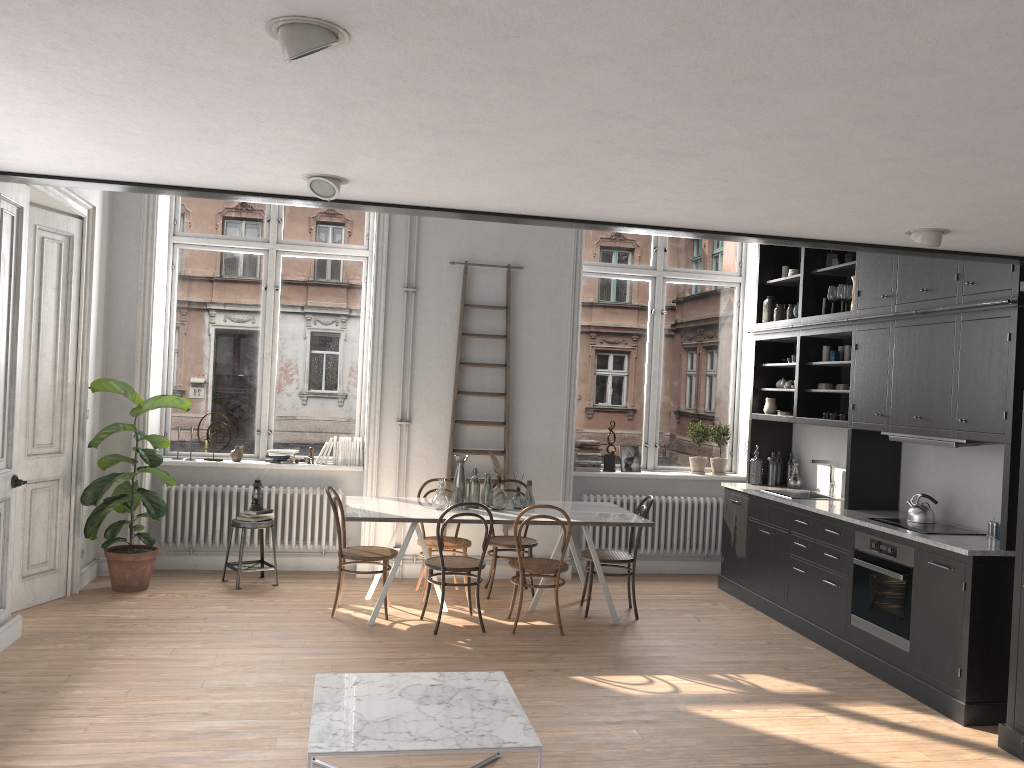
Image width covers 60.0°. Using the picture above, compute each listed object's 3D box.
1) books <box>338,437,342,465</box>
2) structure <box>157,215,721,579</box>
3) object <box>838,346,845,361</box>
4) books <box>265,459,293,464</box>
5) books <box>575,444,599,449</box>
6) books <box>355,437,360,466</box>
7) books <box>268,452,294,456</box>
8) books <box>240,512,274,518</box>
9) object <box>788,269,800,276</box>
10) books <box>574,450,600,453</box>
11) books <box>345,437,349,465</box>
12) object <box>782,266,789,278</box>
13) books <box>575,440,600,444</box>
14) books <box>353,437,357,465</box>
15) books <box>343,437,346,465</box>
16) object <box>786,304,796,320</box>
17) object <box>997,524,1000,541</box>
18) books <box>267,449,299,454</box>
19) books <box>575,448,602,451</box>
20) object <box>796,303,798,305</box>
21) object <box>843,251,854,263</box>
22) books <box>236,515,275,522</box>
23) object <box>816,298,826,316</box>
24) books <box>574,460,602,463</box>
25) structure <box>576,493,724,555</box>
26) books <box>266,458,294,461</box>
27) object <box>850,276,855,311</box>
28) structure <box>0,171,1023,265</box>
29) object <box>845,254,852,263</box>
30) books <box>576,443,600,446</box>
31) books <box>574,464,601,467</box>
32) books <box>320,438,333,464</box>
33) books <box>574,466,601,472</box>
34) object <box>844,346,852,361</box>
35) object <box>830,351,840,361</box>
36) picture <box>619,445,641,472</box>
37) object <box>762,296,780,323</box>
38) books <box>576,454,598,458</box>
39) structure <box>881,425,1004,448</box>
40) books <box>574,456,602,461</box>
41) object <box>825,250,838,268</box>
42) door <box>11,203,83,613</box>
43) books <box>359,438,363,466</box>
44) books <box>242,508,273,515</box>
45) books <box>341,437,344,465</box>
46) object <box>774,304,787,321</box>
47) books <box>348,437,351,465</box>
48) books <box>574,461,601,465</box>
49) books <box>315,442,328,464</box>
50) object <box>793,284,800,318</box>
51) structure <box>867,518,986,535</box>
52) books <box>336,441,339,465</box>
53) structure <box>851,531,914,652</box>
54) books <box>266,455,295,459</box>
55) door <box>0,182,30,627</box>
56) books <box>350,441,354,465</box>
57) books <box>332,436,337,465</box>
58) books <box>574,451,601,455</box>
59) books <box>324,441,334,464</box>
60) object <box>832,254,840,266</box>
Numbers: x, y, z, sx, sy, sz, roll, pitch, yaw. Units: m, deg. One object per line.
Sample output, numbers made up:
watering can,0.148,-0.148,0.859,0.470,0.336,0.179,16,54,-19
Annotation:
books,-1.548,0.601,7.979,0.024,0.243,0.175,3,0,-11
structure,-0.360,-0.514,7.946,5.182,4.474,0.340,3,0,-10
object,2.613,-0.231,7.059,0.082,0.135,0.059,3,0,17
books,-2.067,0.687,7.883,0.221,0.023,0.147,3,0,38
books,0.703,0.591,8.394,0.231,0.023,0.162,3,0,5
books,-1.397,0.608,8.018,0.024,0.243,0.175,3,0,-11
books,-2.051,0.622,7.868,0.205,0.020,0.155,3,0,-21
books,-2.102,1.075,7.321,0.232,0.029,0.162,3,0,-40
object,2.462,-0.950,7.746,0.096,0.095,0.096,3,0,24
books,0.714,0.634,8.396,0.205,0.022,0.155,3,0,-16
books,-1.491,0.604,8.021,0.024,0.243,0.175,3,0,-11
object,2.420,-0.971,7.848,0.059,0.135,0.082,3,0,17
books,0.711,0.549,8.404,0.201,0.024,0.159,3,0,-21
books,-1.426,0.607,8.033,0.024,0.243,0.175,3,0,-11
books,-1.511,0.603,8.012,0.019,0.244,0.174,3,0,-11
object,2.402,-0.603,7.599,0.096,0.150,0.096,3,0,-22
object,2.889,0.871,5.207,0.140,0.093,0.082,3,0,-20
books,-2.034,0.598,7.891,0.244,0.019,0.174,3,0,-1
books,0.710,0.613,8.396,0.244,0.019,0.174,3,0,-11
object,2.501,-0.611,7.709,0.092,0.184,0.092,3,0,45
object,2.677,-0.982,7.055,0.065,0.177,0.084,3,0,11
books,-2.114,1.101,7.316,0.194,0.034,0.246,3,0,30
object,2.482,-0.607,7.052,0.123,0.161,0.123,3,0,-2
books,0.705,0.725,8.399,0.255,0.014,0.192,3,0,-7
structure,1.355,1.324,8.365,1.577,0.552,0.194,3,0,-11
books,-2.059,0.665,7.880,0.205,0.022,0.155,3,0,9
object,2.530,-0.659,6.502,0.094,0.267,0.116,3,0,31
structure,0.705,-1.302,2.003,5.927,1.213,4.157,3,0,-11
object,2.636,-0.957,6.954,0.044,0.121,0.058,3,0,16
books,0.717,0.570,8.396,0.205,0.020,0.155,3,0,-11
books,0.696,0.766,8.382,0.249,0.023,0.175,3,0,-15
books,-1.668,0.598,7.966,0.100,0.235,0.174,3,0,-11
books,0.693,0.799,8.383,0.248,0.043,0.192,3,0,-11
object,2.632,-0.231,6.920,0.059,0.135,0.082,3,0,-28
object,2.537,-0.214,6.981,0.082,0.093,0.140,3,0,45
picture,1.112,0.716,8.519,0.221,0.264,0.149,3,0,-27
object,2.286,-0.652,7.825,0.118,0.238,0.118,3,0,-25
books,0.712,0.679,8.396,0.205,0.022,0.155,3,0,4
structure,2.773,0.328,5.665,0.379,0.123,0.843,3,0,-11
books,0.705,0.703,8.400,0.245,0.028,0.193,3,0,-16
object,2.558,-0.999,7.094,0.084,0.199,0.065,3,0,11
door,-3.369,0.165,6.089,0.216,2.814,1.097,3,0,14
books,-1.366,0.610,8.022,0.040,0.244,0.174,3,0,-11
books,-2.099,1.053,7.322,0.147,0.027,0.221,3,0,22
books,-1.528,0.602,7.992,0.019,0.244,0.174,3,0,-11
object,2.330,-0.610,7.689,0.114,0.155,0.114,3,0,-7
books,-1.466,0.605,8.003,0.019,0.244,0.174,3,0,-11
books,0.698,0.743,8.382,0.249,0.023,0.175,3,0,-10
books,-1.708,0.616,7.963,0.105,0.194,0.155,3,0,-11
object,2.383,-0.709,7.274,0.134,0.357,0.134,3,0,34
structure,2.619,0.905,5.639,0.427,0.011,0.592,3,0,-11
books,-1.572,0.619,7.985,0.020,0.205,0.155,3,0,-11
structure,2.593,1.299,5.638,0.618,0.623,0.622,3,0,-11
books,-2.056,0.643,7.879,0.221,0.023,0.147,3,0,5
door,-2.993,0.179,4.977,0.216,2.814,1.097,3,0,-9
books,-1.445,0.625,8.009,0.020,0.205,0.155,3,0,-11
books,-1.600,0.599,8.000,0.024,0.243,0.175,3,0,-11
books,0.715,0.656,8.402,0.222,0.024,0.158,3,0,-11
books,-1.644,0.616,7.972,0.072,0.203,0.155,3,0,-11
object,2.561,-0.961,7.005,0.041,0.125,0.053,2,0,-44
